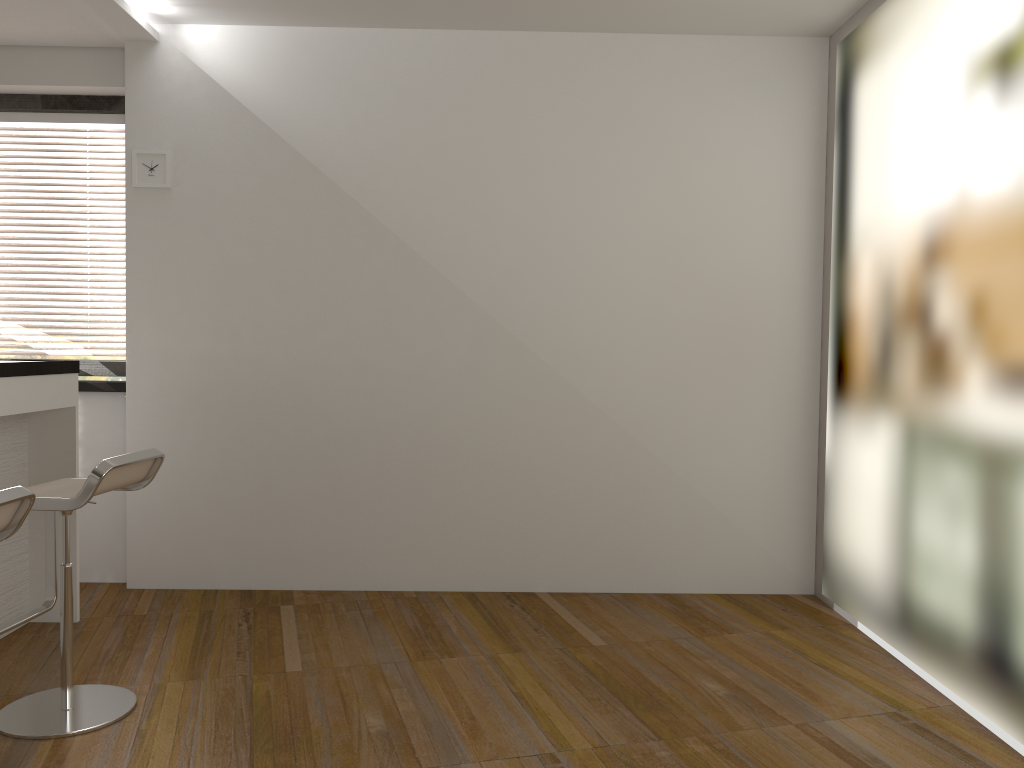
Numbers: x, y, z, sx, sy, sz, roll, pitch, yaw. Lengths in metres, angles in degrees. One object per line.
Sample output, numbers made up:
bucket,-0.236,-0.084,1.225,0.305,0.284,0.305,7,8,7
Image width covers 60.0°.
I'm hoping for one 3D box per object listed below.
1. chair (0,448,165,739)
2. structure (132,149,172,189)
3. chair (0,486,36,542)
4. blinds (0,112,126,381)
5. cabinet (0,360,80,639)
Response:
chair,-1.432,0.647,2.891,0.460,0.857,0.418,1,2,4
structure,-1.741,-1.039,4.288,0.180,0.180,0.026,1,2,-1
chair,-1.416,0.681,2.045,0.460,0.857,0.418,1,2,-1
blinds,-5.413,-3.432,7.407,9.030,12.704,16.000,3,3,38
cabinet,-2.176,0.519,2.367,0.663,1.134,2.947,1,2,-1
